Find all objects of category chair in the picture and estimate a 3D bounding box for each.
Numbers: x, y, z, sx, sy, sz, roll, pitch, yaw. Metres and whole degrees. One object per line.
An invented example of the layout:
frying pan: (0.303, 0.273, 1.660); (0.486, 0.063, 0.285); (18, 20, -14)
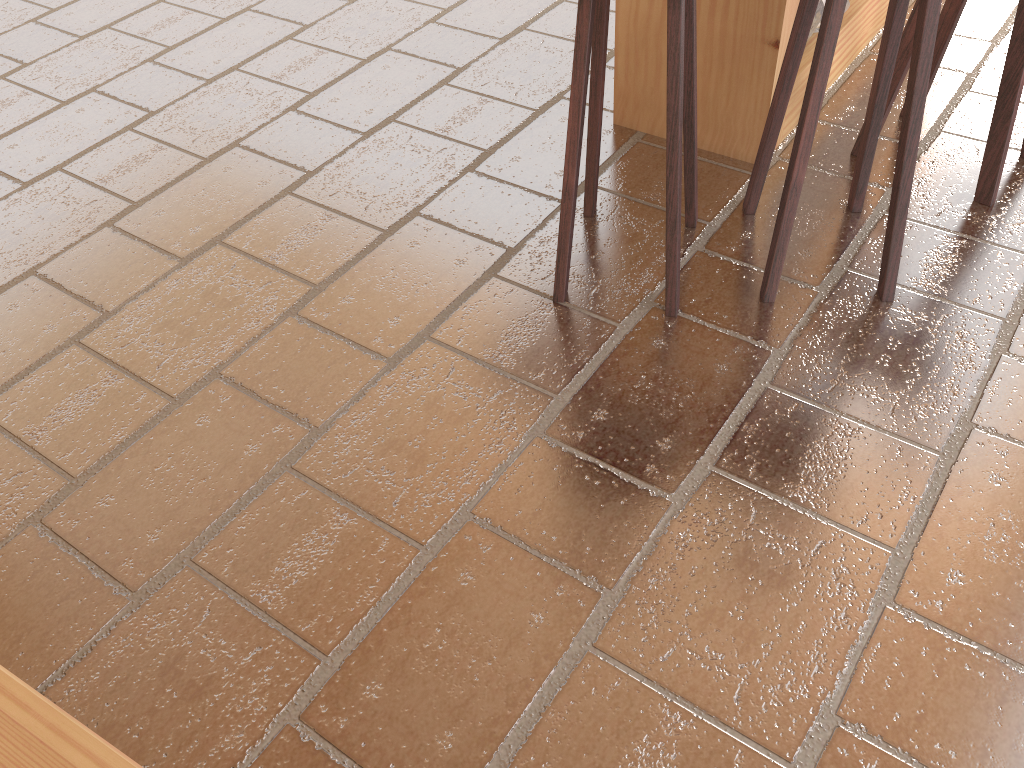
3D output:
chair: (1.326, -1.156, 2.283); (0.406, 1.319, 0.504); (-37, 54, -27)
chair: (0.802, -0.816, 2.000); (0.406, 1.319, 0.504); (0, 46, 5)
chair: (0.281, -0.797, 2.029); (0.406, 1.319, 0.504); (9, 47, 13)

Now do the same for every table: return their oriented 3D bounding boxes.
table: (1.099, -2.070, 3.230); (1.196, 1.257, 3.220); (25, 53, 26)

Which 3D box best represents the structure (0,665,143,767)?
structure: (-1.445, 0.646, 0.570); (3.604, 1.643, 1.951); (20, 51, 22)
